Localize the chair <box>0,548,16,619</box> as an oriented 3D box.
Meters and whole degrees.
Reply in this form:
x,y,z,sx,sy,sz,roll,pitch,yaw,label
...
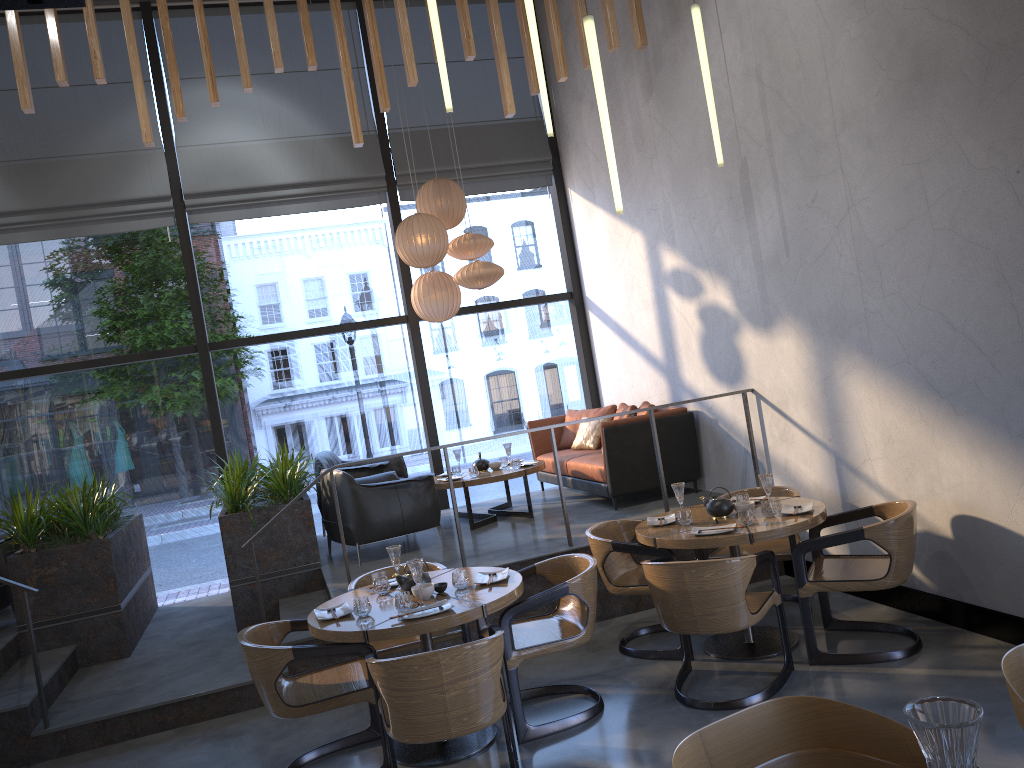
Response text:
x,y,z,sx,sy,sz,roll,pitch,yaw,label
-4.136,1.505,6.368,0.833,0.743,1.030,-9,0,-9,chair

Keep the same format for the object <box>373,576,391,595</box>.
x,y,z,sx,sy,sz,roll,pitch,yaw,label
-0.686,1.064,4.672,0.086,0.086,0.086,-10,1,-34,object

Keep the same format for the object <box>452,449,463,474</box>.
x,y,z,sx,sy,sz,roll,pitch,yaw,label
-0.489,0.713,8.145,0.082,0.227,0.082,-10,1,-34,object

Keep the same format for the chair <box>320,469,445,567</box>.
x,y,z,sx,sy,sz,roll,pitch,yaw,label
-1.097,0.994,7.239,0.833,0.743,1.030,-10,1,-30,chair

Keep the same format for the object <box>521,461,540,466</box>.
x,y,z,sx,sy,sz,roll,pitch,yaw,label
0.130,0.716,7.911,0.170,0.025,0.294,-10,1,-35,object

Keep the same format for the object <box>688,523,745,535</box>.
x,y,z,sx,sy,sz,roll,pitch,yaw,label
1.118,0.795,4.829,0.294,0.025,0.170,-9,1,22,object

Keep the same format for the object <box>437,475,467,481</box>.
x,y,z,sx,sy,sz,roll,pitch,yaw,label
-0.508,0.823,7.729,0.170,0.025,0.294,-10,1,-35,object

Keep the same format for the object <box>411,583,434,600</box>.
x,y,z,sx,sy,sz,roll,pitch,yaw,label
-0.439,1.037,4.409,0.116,0.065,0.116,-10,1,-37,object

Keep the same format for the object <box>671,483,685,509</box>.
x,y,z,sx,sy,sz,roll,pitch,yaw,label
1.007,0.707,5.285,0.082,0.227,0.082,-10,1,-44,object

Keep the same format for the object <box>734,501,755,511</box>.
x,y,z,sx,sy,sz,roll,pitch,yaw,label
1.367,0.731,5.196,0.116,0.065,0.116,-9,0,9,object

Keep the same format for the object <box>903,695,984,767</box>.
x,y,z,sx,sy,sz,roll,pitch,yaw,label
0.501,0.477,0.996,0.082,0.227,0.082,-9,1,19,object

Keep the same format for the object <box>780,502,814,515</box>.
x,y,z,sx,sy,sz,roll,pitch,yaw,label
1.608,0.713,5.007,0.170,0.025,0.294,-9,1,22,object

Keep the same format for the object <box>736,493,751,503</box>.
x,y,z,sx,sy,sz,roll,pitch,yaw,label
1.407,0.711,5.397,0.086,0.086,0.086,-10,1,-22,object

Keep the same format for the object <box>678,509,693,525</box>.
x,y,z,sx,sy,sz,roll,pitch,yaw,label
1.009,0.779,5.180,0.086,0.086,0.086,-9,0,7,object

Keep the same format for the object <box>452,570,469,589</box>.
x,y,z,sx,sy,sz,roll,pitch,yaw,label
-0.263,0.996,4.509,0.086,0.086,0.086,-10,0,-13,object

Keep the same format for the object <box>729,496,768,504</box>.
x,y,z,sx,sy,sz,roll,pitch,yaw,label
1.472,0.730,5.549,0.294,0.025,0.170,-9,1,45,object

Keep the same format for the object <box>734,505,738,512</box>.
x,y,z,sx,sy,sz,roll,pitch,yaw,label
1.359,0.743,5.306,0.080,0.042,0.080,-10,1,-33,object

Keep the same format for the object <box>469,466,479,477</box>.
x,y,z,sx,sy,sz,roll,pitch,yaw,label
-0.333,0.763,7.684,0.086,0.086,0.086,-10,0,-12,object

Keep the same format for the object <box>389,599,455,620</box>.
x,y,z,sx,sy,sz,roll,pitch,yaw,label
-0.421,1.057,4.104,0.294,0.025,0.170,-10,1,-19,object

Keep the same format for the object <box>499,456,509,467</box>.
x,y,z,sx,sy,sz,roll,pitch,yaw,label
-0.076,0.716,8.186,0.086,0.086,0.086,-10,0,-12,object

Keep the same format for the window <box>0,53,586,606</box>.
x,y,z,sx,sy,sz,roll,pitch,yaw,label
-3.358,-0.650,1.948,12.739,5.897,12.900,-10,1,-16,window

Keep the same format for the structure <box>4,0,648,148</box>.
x,y,z,sx,sy,sz,roll,pitch,yaw,label
-2.362,-0.809,0.687,10.399,5.894,10.127,-10,1,-16,structure

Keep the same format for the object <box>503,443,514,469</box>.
x,y,z,sx,sy,sz,roll,pitch,yaw,label
-0.025,0.639,7.858,0.082,0.227,0.082,-9,1,27,object

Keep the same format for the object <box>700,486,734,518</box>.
x,y,z,sx,sy,sz,roll,pitch,yaw,label
1.220,0.696,5.245,0.168,0.179,0.163,-10,0,-12,object

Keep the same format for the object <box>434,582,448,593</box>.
x,y,z,sx,sy,sz,roll,pitch,yaw,label
-0.362,1.035,4.489,0.080,0.042,0.080,-9,1,38,object

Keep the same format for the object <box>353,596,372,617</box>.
x,y,z,sx,sy,sz,roll,pitch,yaw,label
-0.721,1.073,4.266,0.086,0.086,0.086,-9,0,10,object

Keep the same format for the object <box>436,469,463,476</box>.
x,y,z,sx,sy,sz,roll,pitch,yaw,label
-0.588,0.832,8.212,0.170,0.025,0.294,-9,1,20,object

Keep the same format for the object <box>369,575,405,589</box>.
x,y,z,sx,sy,sz,roll,pitch,yaw,label
-0.645,1.087,4.859,0.294,0.025,0.170,-10,1,-31,object

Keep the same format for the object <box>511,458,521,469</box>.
x,y,z,sx,sy,sz,roll,pitch,yaw,label
0.035,0.701,7.789,0.086,0.086,0.086,-10,0,-12,object

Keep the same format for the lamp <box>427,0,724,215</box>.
x,y,z,sx,sy,sz,roll,pitch,yaw,label
-2.408,-5.002,0.365,8.975,10.231,8.774,-10,1,-17,lamp

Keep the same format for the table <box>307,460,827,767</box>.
x,y,z,sx,sy,sz,roll,pitch,yaw,label
-3.295,1.818,4.175,10.659,0.968,6.876,-10,1,-15,table

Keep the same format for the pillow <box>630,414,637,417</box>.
x,y,z,sx,sy,sz,roll,pitch,yaw,label
0.947,0.460,7.603,0.242,0.345,0.418,-9,1,25,pillow

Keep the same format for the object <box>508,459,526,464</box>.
x,y,z,sx,sy,sz,roll,pitch,yaw,label
0.015,0.731,8.324,0.170,0.025,0.294,-10,1,-35,object

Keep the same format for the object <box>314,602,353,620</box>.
x,y,z,sx,sy,sz,roll,pitch,yaw,label
-0.875,1.130,4.363,0.170,0.025,0.294,-10,1,-18,object

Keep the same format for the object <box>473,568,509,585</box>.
x,y,z,sx,sy,sz,roll,pitch,yaw,label
-0.106,1.001,4.562,0.170,0.025,0.294,-9,0,4,object

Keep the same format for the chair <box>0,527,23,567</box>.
x,y,z,sx,sy,sz,roll,pitch,yaw,label
-4.456,1.548,7.506,0.833,0.743,1.030,-10,1,-30,chair

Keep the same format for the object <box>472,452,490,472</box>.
x,y,z,sx,sy,sz,roll,pitch,yaw,label
-0.287,0.705,8.069,0.168,0.179,0.163,-9,1,40,object

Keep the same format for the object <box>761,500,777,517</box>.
x,y,z,sx,sy,sz,roll,pitch,yaw,label
1.453,0.707,5.018,0.086,0.086,0.086,-10,1,-40,object

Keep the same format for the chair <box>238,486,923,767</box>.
x,y,z,sx,sy,sz,roll,pitch,yaw,label
-2.208,1.755,2.865,9.749,0.759,4.352,-10,1,-14,chair

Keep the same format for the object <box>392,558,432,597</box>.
x,y,z,sx,sy,sz,roll,pitch,yaw,label
-0.501,0.988,4.548,0.168,0.179,0.163,-9,1,22,object

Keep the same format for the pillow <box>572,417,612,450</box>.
x,y,z,sx,sy,sz,roll,pitch,yaw,label
0.773,0.485,8.777,0.289,0.311,0.393,-10,1,-35,pillow

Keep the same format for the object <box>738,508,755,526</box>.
x,y,z,sx,sy,sz,roll,pitch,yaw,label
1.289,0.735,4.888,0.086,0.086,0.086,-10,1,-44,object

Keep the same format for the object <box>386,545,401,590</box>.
x,y,z,sx,sy,sz,roll,pitch,yaw,label
-0.613,0.980,4.733,0.082,0.227,0.082,-9,0,5,object

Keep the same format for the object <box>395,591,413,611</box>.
x,y,z,sx,sy,sz,roll,pitch,yaw,label
-0.516,1.040,4.226,0.086,0.086,0.086,-9,0,9,object

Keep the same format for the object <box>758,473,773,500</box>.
x,y,z,sx,sy,sz,roll,pitch,yaw,label
1.474,0.631,5.096,0.082,0.227,0.082,-9,0,6,object

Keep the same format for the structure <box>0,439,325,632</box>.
x,y,z,sx,sy,sz,roll,pitch,yaw,label
-5.793,1.927,1.953,4.306,1.608,15.715,-9,1,23,structure

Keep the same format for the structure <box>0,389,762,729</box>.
x,y,z,sx,sy,sz,roll,pitch,yaw,label
-2.677,0.025,0.676,11.718,4.117,9.054,-10,1,-16,structure

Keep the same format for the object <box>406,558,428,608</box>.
x,y,z,sx,sy,sz,roll,pitch,yaw,label
-0.448,0.957,4.252,0.082,0.227,0.082,-9,1,44,object

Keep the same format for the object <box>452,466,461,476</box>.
x,y,z,sx,sy,sz,roll,pitch,yaw,label
-0.505,0.789,8.043,0.086,0.086,0.086,-9,1,22,object

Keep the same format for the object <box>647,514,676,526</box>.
x,y,z,sx,sy,sz,roll,pitch,yaw,label
0.899,0.827,5.331,0.170,0.025,0.294,-9,0,10,object

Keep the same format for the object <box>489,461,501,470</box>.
x,y,z,sx,sy,sz,roll,pitch,yaw,label
-0.150,0.741,7.995,0.116,0.065,0.116,-9,1,14,object

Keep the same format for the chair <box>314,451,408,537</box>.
x,y,z,sx,sy,sz,roll,pitch,yaw,label
-1.419,0.959,8.424,0.833,0.743,1.030,-9,0,-1,chair

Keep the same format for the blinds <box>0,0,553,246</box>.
x,y,z,sx,sy,sz,roll,pitch,yaw,label
-7.522,-1.798,3.833,8.760,2.314,17.610,-9,1,28,blinds
